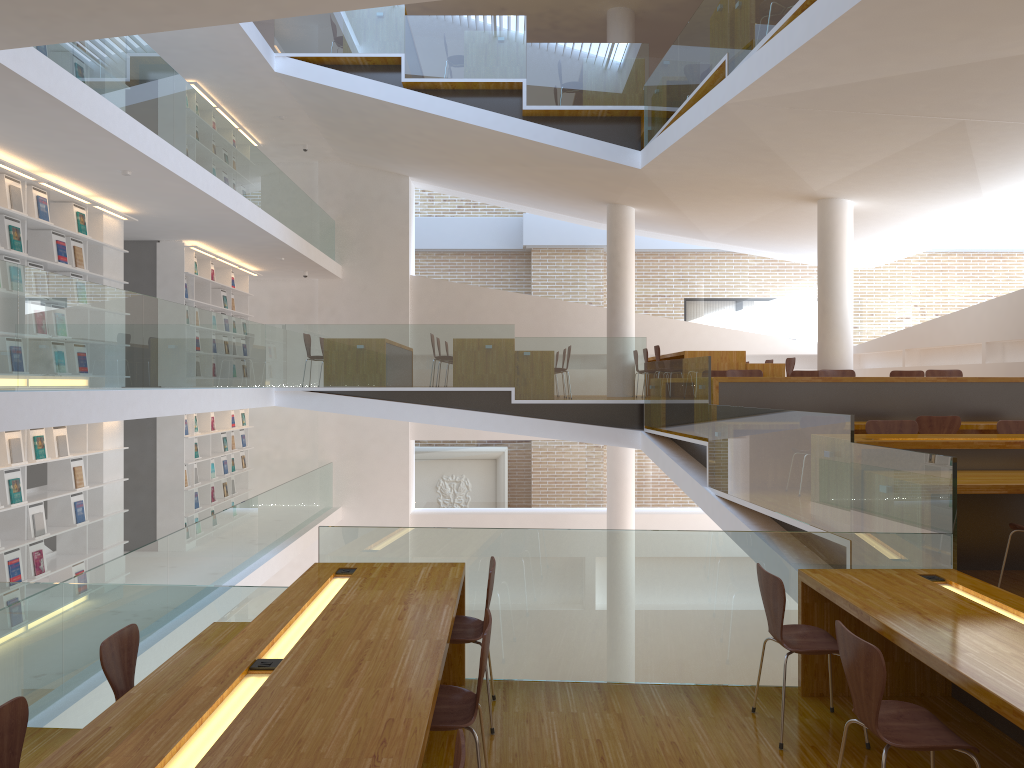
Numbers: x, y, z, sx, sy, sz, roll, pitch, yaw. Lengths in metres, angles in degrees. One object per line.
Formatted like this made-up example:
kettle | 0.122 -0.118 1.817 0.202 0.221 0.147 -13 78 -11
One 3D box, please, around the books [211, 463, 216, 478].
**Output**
books | -4.158 1.206 12.317 0.037 0.210 0.145 0 0 0

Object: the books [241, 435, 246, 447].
books | -4.162 0.892 13.763 0.037 0.210 0.145 0 0 0

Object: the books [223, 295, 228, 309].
books | -4.161 -1.176 12.875 0.037 0.210 0.145 0 0 0

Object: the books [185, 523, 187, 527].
books | -4.150 1.871 11.245 0.037 0.210 0.145 0 0 0

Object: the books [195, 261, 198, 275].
books | -4.155 -1.507 11.629 0.037 0.210 0.145 0 0 0

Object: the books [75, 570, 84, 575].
books | -4.076 1.874 8.384 0.037 0.210 0.145 0 0 0

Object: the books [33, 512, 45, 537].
books | -4.069 1.218 7.630 0.037 0.210 0.145 0 0 0

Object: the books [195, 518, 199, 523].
books | -4.152 1.874 11.677 0.037 0.210 0.145 0 0 0

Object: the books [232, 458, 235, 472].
books | -4.160 1.212 13.211 0.037 0.210 0.145 0 0 0

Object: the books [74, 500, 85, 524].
books | -4.073 1.209 8.359 0.037 0.210 0.145 0 0 0

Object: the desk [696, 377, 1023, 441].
desk | 3.481 0.445 8.393 3.216 1.022 1.248 0 0 0

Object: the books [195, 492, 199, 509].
books | -4.152 1.530 11.654 0.037 0.210 0.145 0 0 0

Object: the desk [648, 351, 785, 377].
desk | 2.758 -0.031 12.590 1.247 0.762 3.194 0 0 0

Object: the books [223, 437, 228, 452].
books | -4.161 0.876 12.875 0.037 0.210 0.145 0 0 0

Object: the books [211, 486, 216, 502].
books | -4.158 1.534 12.317 0.037 0.210 0.145 0 0 0

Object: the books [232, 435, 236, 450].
books | -4.163 0.876 13.226 0.037 0.210 0.145 0 0 0

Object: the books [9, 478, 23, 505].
books | -4.067 0.881 7.266 0.037 0.210 0.145 0 0 0

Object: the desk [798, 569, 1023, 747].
desk | 1.779 1.203 2.727 0.760 0.606 3.185 0 0 0

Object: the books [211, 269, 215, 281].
books | -4.158 -1.491 12.317 0.037 0.210 0.145 0 0 0

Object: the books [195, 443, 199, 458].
books | -4.152 0.879 11.645 0.037 0.210 0.145 0 0 0

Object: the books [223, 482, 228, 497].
books | -4.158 1.537 12.879 0.037 0.210 0.145 0 0 0

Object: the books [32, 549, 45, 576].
books | -4.072 1.539 7.629 0.037 0.210 0.145 0 0 0

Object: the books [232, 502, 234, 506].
books | -4.160 1.867 13.211 0.037 0.210 0.145 0 0 0

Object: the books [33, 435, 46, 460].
books | -4.069 0.551 7.644 0.037 0.210 0.145 0 0 0

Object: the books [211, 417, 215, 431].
books | -4.158 0.561 12.317 0.037 0.210 0.145 0 0 0

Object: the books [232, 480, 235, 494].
books | -4.160 1.537 13.211 0.037 0.210 0.145 0 0 0

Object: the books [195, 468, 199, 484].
books | -4.152 1.210 11.630 0.037 0.210 0.145 0 0 0

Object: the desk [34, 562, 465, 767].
desk | -0.870 1.359 2.904 1.285 0.918 3.236 0 0 0

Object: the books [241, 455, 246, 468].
books | -4.162 1.217 13.766 0.037 0.210 0.145 0 0 0

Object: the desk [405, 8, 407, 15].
desk | -1.698 -4.331 12.468 0.760 0.606 3.196 0 0 0

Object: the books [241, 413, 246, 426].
books | -4.165 0.556 13.763 0.037 0.210 0.145 0 0 0

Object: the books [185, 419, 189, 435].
books | -4.150 0.558 11.264 0.037 0.210 0.145 0 0 0

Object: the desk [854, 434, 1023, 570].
desk | 3.724 0.741 5.425 3.243 0.785 1.527 0 0 0

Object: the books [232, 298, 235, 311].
books | -4.163 -1.176 13.226 0.037 0.210 0.145 0 0 0

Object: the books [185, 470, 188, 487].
books | -4.153 1.200 11.248 0.037 0.210 0.145 0 0 0

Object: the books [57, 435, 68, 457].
books | -4.071 0.571 8.032 0.037 0.210 0.145 0 0 0

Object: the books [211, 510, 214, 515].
books | -4.155 1.865 12.313 0.037 0.210 0.145 0 0 0

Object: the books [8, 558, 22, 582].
books | -4.070 1.539 7.261 0.037 0.210 0.145 0 0 0

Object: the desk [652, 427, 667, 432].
desk | 3.384 0.237 10.423 3.356 0.606 0.760 0 0 0

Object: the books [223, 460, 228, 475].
books | -4.158 1.212 12.875 0.037 0.210 0.145 0 0 0

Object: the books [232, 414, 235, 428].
books | -4.163 0.561 13.226 0.037 0.210 0.145 0 0 0

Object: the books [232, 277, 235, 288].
books | -4.163 -1.491 13.226 0.037 0.210 0.145 0 0 0

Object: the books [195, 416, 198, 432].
books | -4.155 0.525 11.622 0.037 0.210 0.145 0 0 0

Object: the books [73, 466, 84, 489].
books | -4.076 0.881 8.342 0.037 0.210 0.145 0 0 0

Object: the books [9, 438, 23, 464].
books | -4.067 0.551 7.273 0.037 0.210 0.145 0 0 0
